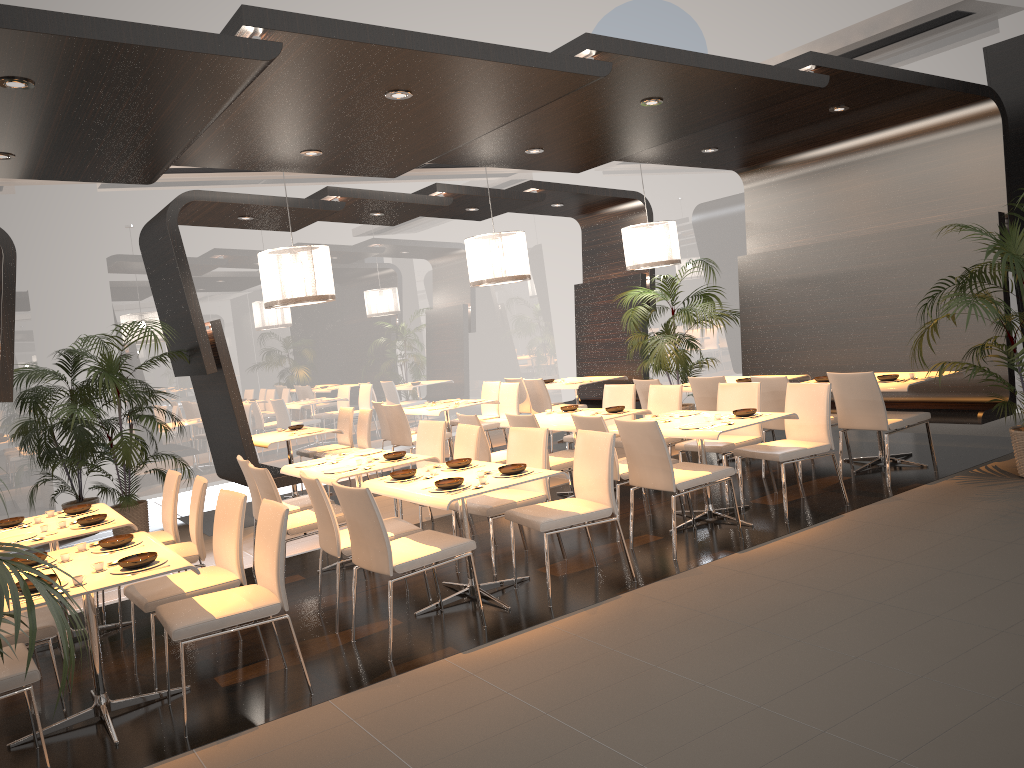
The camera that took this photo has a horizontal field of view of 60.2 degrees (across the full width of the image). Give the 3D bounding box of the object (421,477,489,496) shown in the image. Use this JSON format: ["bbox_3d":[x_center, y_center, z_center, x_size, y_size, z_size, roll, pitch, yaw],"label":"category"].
[{"bbox_3d":[-0.309,0.555,4.923,0.305,0.044,0.363,-10,5,-33],"label":"object"}]

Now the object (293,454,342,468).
[{"bbox_3d":[-1.455,0.581,6.660,0.337,0.038,0.375,-11,5,-38],"label":"object"}]

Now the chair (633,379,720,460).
[{"bbox_3d":[1.586,0.344,8.653,0.608,0.874,0.482,-8,1,-25],"label":"chair"}]

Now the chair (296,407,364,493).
[{"bbox_3d":[-2.031,0.735,9.823,0.608,0.874,0.482,-8,1,-30],"label":"chair"}]

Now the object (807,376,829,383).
[{"bbox_3d":[2.729,-0.043,7.607,0.305,0.044,0.363,-10,5,-33],"label":"object"}]

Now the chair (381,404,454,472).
[{"bbox_3d":[-1.036,0.611,9.717,0.608,0.874,0.482,-8,1,-35],"label":"chair"}]

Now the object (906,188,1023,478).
[{"bbox_3d":[3.655,-0.354,6.280,1.557,2.060,1.510,-7,1,13],"label":"object"}]

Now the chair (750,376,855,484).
[{"bbox_3d":[2.412,0.324,7.417,0.608,0.870,0.482,-8,1,-25],"label":"chair"}]

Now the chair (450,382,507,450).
[{"bbox_3d":[-0.424,0.444,10.884,0.608,0.874,0.482,-8,1,-30],"label":"chair"}]

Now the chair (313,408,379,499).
[{"bbox_3d":[-1.729,0.733,9.264,0.608,0.870,0.482,-8,1,-25],"label":"chair"}]

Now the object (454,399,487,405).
[{"bbox_3d":[-0.495,0.195,10.180,0.337,0.038,0.375,-11,6,-43],"label":"object"}]

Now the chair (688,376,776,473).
[{"bbox_3d":[2.027,0.323,8.153,0.608,0.874,0.482,-8,1,-35],"label":"chair"}]

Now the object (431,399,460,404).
[{"bbox_3d":[-0.812,0.198,10.706,0.337,0.038,0.375,-11,6,-43],"label":"object"}]

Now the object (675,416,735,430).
[{"bbox_3d":[1.320,0.263,6.004,0.337,0.038,0.375,-11,5,-38],"label":"object"}]

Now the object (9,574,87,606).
[{"bbox_3d":[-2.008,0.861,3.802,0.305,0.044,0.363,-10,5,-33],"label":"object"}]

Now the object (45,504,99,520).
[{"bbox_3d":[-2.876,0.830,5.784,0.305,0.044,0.363,-10,5,-33],"label":"object"}]

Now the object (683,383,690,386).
[{"bbox_3d":[1.885,-0.017,8.805,0.337,0.038,0.375,-11,5,-38],"label":"object"}]

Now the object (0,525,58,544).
[{"bbox_3d":[-2.815,0.875,5.097,0.337,0.038,0.375,-11,5,-38],"label":"object"}]

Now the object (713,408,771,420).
[{"bbox_3d":[1.593,0.210,6.198,0.305,0.044,0.363,-10,5,-33],"label":"object"}]

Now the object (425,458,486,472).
[{"bbox_3d":[-0.374,0.513,5.611,0.305,0.044,0.363,-10,5,-33],"label":"object"}]

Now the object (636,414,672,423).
[{"bbox_3d":[0.992,0.269,6.521,0.337,0.038,0.375,-11,5,-38],"label":"object"}]

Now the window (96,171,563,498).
[{"bbox_3d":[-2.063,-1.029,12.270,6.613,3.980,0.070,-9,1,-32],"label":"window"}]

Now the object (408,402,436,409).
[{"bbox_3d":[-1.061,0.250,10.451,0.337,0.038,0.375,-11,5,-38],"label":"object"}]

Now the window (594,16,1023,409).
[{"bbox_3d":[3.220,-1.638,11.088,0.070,3.977,6.559,-7,2,-32],"label":"window"}]

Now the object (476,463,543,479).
[{"bbox_3d":[-0.034,0.504,5.126,0.305,0.044,0.363,-10,5,-33],"label":"object"}]

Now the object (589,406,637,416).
[{"bbox_3d":[0.826,0.222,7.404,0.305,0.044,0.363,-10,5,-33],"label":"object"}]

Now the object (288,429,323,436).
[{"bbox_3d":[-2.133,0.489,9.120,0.337,0.038,0.375,-11,6,-43],"label":"object"}]

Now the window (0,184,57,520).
[{"bbox_3d":[-8.075,0.050,8.384,6.613,3.980,0.070,-9,1,-32],"label":"window"}]

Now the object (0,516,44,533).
[{"bbox_3d":[-3.146,0.879,5.603,0.305,0.044,0.363,-10,5,-33],"label":"object"}]

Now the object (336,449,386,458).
[{"bbox_3d":[-1.197,0.530,6.889,0.337,0.038,0.375,-11,6,-43],"label":"object"}]

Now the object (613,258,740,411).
[{"bbox_3d":[1.974,-0.438,10.424,1.509,2.060,1.558,-8,1,-19],"label":"object"}]

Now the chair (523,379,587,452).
[{"bbox_3d":[0.535,0.327,10.761,0.608,0.874,0.482,-8,1,-30],"label":"chair"}]

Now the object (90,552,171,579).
[{"bbox_3d":[-1.728,0.810,4.002,0.305,0.044,0.363,-10,5,-33],"label":"object"}]

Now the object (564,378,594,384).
[{"bbox_3d":[0.840,-0.039,10.978,0.337,0.038,0.375,-11,5,-38],"label":"object"}]

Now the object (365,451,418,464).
[{"bbox_3d":[-0.880,0.524,6.355,0.305,0.044,0.363,-10,5,-33],"label":"object"}]

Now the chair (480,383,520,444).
[{"bbox_3d":[-0.189,0.456,10.282,0.608,0.869,0.482,-8,1,-30],"label":"chair"}]

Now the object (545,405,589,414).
[{"bbox_3d":[0.479,0.228,7.951,0.305,0.044,0.363,-10,5,-33],"label":"object"}]

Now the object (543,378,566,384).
[{"bbox_3d":[0.514,-0.038,11.502,0.305,0.044,0.363,-10,5,-33],"label":"object"}]

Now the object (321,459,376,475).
[{"bbox_3d":[-1.126,0.576,6.144,0.337,0.038,0.375,-11,5,-38],"label":"object"}]

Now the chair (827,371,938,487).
[{"bbox_3d":[2.888,0.295,6.949,0.608,0.869,0.482,-8,1,-30],"label":"chair"}]

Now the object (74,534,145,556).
[{"bbox_3d":[-2.057,0.815,4.518,0.305,0.044,0.363,-10,5,-33],"label":"object"}]

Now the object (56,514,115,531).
[{"bbox_3d":[-2.549,0.823,5.292,0.305,0.044,0.363,-10,5,-33],"label":"object"}]

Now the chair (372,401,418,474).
[{"bbox_3d":[-1.266,0.590,10.379,0.608,0.870,0.482,-8,1,-25],"label":"chair"}]

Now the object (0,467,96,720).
[{"bbox_3d":[-2.064,0.688,2.367,1.498,2.060,1.570,-6,2,43],"label":"object"}]

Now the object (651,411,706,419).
[{"bbox_3d":[1.243,0.222,6.704,0.337,0.038,0.375,-11,6,-43],"label":"object"}]

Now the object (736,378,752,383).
[{"bbox_3d":[2.232,-0.030,8.315,0.305,0.044,0.363,-10,5,-33],"label":"object"}]

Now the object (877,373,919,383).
[{"bbox_3d":[3.063,-0.050,7.102,0.305,0.044,0.363,-10,5,-33],"label":"object"}]

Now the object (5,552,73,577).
[{"bbox_3d":[-2.330,0.865,4.330,0.305,0.044,0.363,-10,5,-33],"label":"object"}]

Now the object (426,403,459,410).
[{"bbox_3d":[-0.761,0.249,9.923,0.337,0.038,0.375,-11,5,-38],"label":"object"}]

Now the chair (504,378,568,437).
[{"bbox_3d":[0.300,0.312,11.363,0.608,0.869,0.482,-8,1,-30],"label":"chair"}]

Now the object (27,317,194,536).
[{"bbox_3d":[-3.686,0.464,8.312,1.569,2.060,1.498,-9,2,-39],"label":"object"}]

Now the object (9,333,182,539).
[{"bbox_3d":[-4.449,0.506,9.106,1.556,2.060,1.511,-7,1,19],"label":"object"}]

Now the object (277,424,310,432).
[{"bbox_3d":[-2.389,0.482,9.636,0.305,0.044,0.363,-10,5,-33],"label":"object"}]

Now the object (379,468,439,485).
[{"bbox_3d":[-0.630,0.558,5.452,0.305,0.044,0.363,-10,5,-33],"label":"object"}]
